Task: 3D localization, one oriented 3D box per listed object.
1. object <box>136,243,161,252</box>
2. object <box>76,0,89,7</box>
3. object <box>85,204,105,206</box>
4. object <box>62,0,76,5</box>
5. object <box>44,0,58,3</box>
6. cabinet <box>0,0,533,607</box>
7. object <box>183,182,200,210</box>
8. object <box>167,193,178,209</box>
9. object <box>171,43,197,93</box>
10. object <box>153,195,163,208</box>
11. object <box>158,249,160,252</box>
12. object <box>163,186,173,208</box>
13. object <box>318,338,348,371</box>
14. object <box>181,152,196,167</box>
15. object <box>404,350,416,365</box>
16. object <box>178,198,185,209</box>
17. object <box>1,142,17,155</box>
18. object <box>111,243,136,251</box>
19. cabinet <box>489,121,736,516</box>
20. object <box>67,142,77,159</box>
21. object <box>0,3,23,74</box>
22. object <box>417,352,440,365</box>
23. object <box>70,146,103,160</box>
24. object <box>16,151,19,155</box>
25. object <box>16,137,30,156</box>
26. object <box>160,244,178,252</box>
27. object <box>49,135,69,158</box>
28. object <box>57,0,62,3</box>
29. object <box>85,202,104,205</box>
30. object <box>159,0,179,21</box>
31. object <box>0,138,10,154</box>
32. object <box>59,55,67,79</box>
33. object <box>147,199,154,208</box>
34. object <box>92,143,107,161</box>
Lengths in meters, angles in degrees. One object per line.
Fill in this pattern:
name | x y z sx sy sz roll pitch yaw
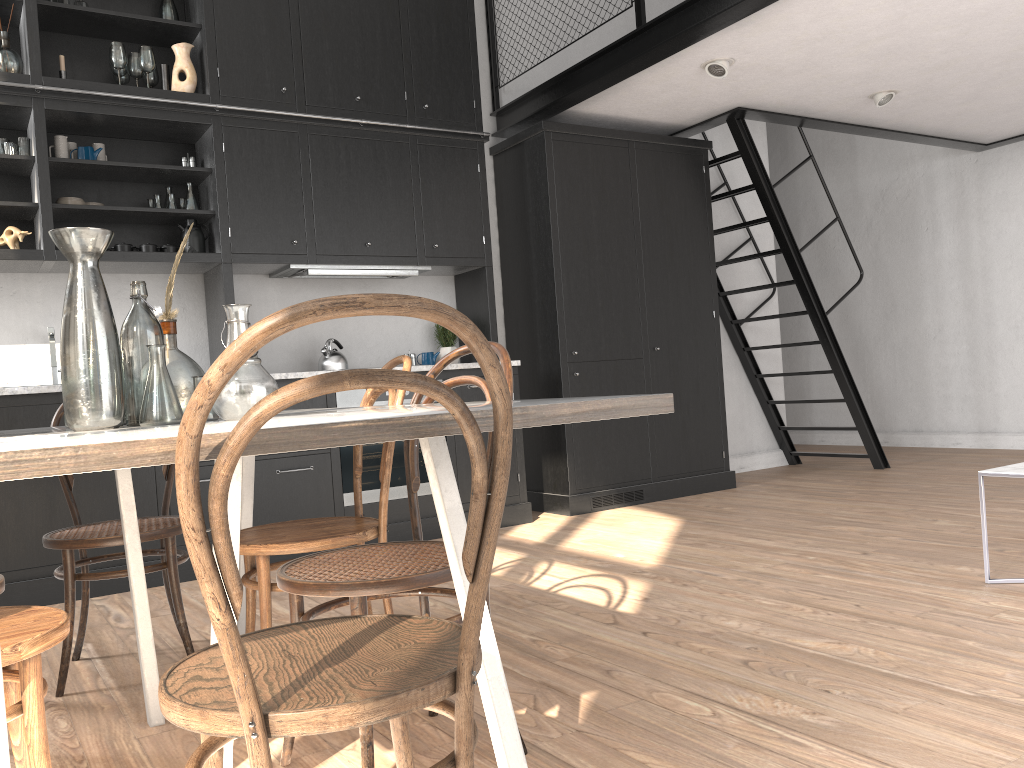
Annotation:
object | -1.799 -0.668 4.389 0.088 0.059 0.104 -4 0 36
object | -2.139 -1.855 4.408 0.058 0.121 0.044 -4 0 -5
object | -2.097 -0.871 4.431 0.123 0.036 0.124 -4 0 -45
object | -2.158 -1.854 4.318 0.041 0.125 0.053 -4 0 25
object | -2.242 -1.887 4.280 0.065 0.199 0.084 -4 0 -10
cabinet | -1.529 -0.870 4.552 3.250 3.583 0.635 -4 0 -32
object | -1.654 -0.955 4.562 0.083 0.158 0.083 -4 0 42
object | -1.730 -0.918 4.511 0.058 0.094 0.058 -4 0 7
object | -1.662 -1.584 4.491 0.116 0.267 0.094 -4 0 10
object | -1.802 -0.913 4.516 0.058 0.094 0.058 -4 0 7
object | -1.822 -0.667 4.542 0.088 0.059 0.104 -4 0 21
object | -1.783 -0.946 4.619 0.083 0.158 0.083 -4 0 -21
object | -1.006 -0.164 4.966 0.171 0.186 0.171 -4 0 -21
object | -1.685 -1.150 4.619 0.080 0.116 0.040 -4 0 -12
object | -0.615 -0.148 5.342 0.080 0.116 0.040 -4 0 -27
object | -1.736 -0.923 4.678 0.067 0.108 0.067 -4 0 -44
object | -2.335 -1.080 4.121 0.064 0.069 0.064 -4 0 -39
object | -1.898 -0.662 4.336 0.104 0.059 0.088 -4 0 -44
cabinet | 0.692 -0.419 5.929 1.400 2.371 0.634 -4 0 -32
object | -2.185 -1.124 4.386 0.059 0.135 0.082 -4 0 -4
object | -2.326 -1.583 4.068 0.134 0.357 0.134 -4 0 13
object | -0.506 -0.145 5.384 0.082 0.093 0.140 -4 0 -42
object | -2.083 -1.110 4.345 0.140 0.093 0.082 -4 0 23
object | -2.374 -1.077 4.263 0.064 0.069 0.064 -4 0 -39
object | -2.298 -1.102 4.176 0.060 0.107 0.060 -4 0 35
object | -1.725 -0.674 4.460 0.088 0.059 0.104 -4 0 -24
object | -2.185 -1.124 4.287 0.082 0.135 0.059 -4 0 26
object | -2.248 -1.875 4.407 0.084 0.177 0.065 -4 0 -10
object | -2.098 -0.879 4.431 0.112 0.036 0.112 -4 0 10
object | -1.798 -1.946 4.640 0.100 0.255 0.109 -4 0 23
object | -2.394 -1.095 4.172 0.060 0.107 0.060 -4 0 30
object | -2.151 -1.497 4.247 0.123 0.161 0.123 -4 0 -23
object | -1.868 -0.908 4.594 0.058 0.094 0.058 -4 0 35
object | -2.063 -1.133 4.455 0.059 0.135 0.082 -4 0 41
